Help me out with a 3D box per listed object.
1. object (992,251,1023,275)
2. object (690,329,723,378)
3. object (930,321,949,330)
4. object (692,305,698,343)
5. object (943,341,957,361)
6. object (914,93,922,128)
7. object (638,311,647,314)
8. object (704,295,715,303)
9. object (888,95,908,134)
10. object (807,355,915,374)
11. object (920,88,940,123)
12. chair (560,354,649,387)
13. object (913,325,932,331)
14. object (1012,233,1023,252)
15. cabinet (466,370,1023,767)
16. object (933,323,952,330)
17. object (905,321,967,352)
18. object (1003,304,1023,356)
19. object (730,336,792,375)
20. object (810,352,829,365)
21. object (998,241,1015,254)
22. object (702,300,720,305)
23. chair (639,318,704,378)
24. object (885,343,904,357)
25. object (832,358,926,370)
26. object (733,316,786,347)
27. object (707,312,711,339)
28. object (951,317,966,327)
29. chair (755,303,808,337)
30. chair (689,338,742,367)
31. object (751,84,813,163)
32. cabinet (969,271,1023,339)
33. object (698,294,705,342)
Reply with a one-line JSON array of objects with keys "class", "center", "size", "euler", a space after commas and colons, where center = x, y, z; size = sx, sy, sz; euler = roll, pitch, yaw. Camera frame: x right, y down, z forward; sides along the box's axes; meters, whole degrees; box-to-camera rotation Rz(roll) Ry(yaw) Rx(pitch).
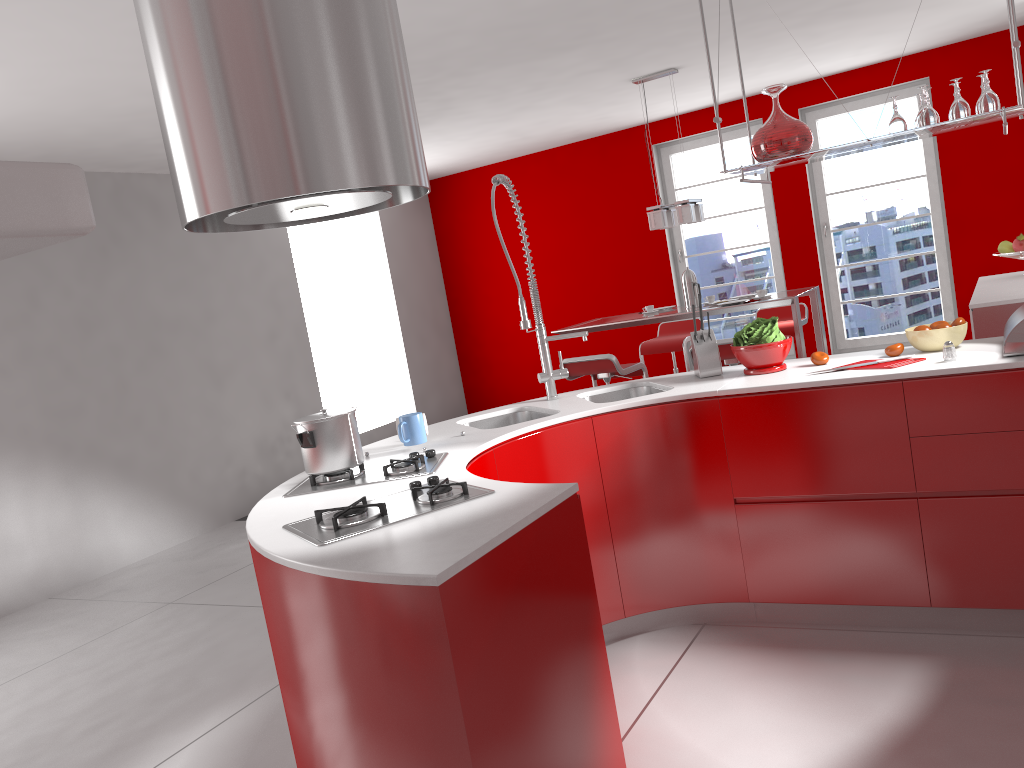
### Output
[{"class": "object", "center": [3.207, -0.759, 5.488], "size": [0.398, 0.159, 0.398], "euler": [-11, 6, -10]}, {"class": "object", "center": [0.772, -0.126, 3.544], "size": [0.091, 0.178, 0.137], "euler": [-10, 6, 3]}, {"class": "object", "center": [1.528, -0.198, 3.170], "size": [0.065, 0.052, 0.062], "euler": [-8, 6, 15]}, {"class": "object", "center": [0.733, -0.178, 3.521], "size": [0.012, 0.279, 0.130], "euler": [-10, 6, 1]}, {"class": "object", "center": [1.419, -0.107, 2.878], "size": [0.043, 0.066, 0.042], "euler": [-4, 8, 43]}, {"class": "object", "center": [1.416, -0.930, 3.059], "size": [0.060, 0.141, 0.060], "euler": [-9, 6, 7]}, {"class": "object", "center": [0.987, -0.538, 6.623], "size": [0.095, 0.012, 0.234], "euler": [-7, 7, 29]}, {"class": "object", "center": [1.399, -0.596, 6.254], "size": [0.062, 0.049, 0.078], "euler": [-12, 7, -20]}, {"class": "object", "center": [1.311, -0.908, 3.025], "size": [0.060, 0.141, 0.060], "euler": [-6, 7, 30]}, {"class": "object", "center": [1.204, -0.066, 3.067], "size": [0.375, 0.008, 0.041], "euler": [-9, 6, 7]}, {"class": "object", "center": [1.398, -0.918, 2.976], "size": [0.060, 0.141, 0.060], "euler": [-6, 7, 30]}, {"class": "chair", "center": [0.646, 0.208, 5.750], "size": [0.418, 0.857, 0.460], "euler": [-6, 8, 35]}, {"class": "object", "center": [1.465, -0.186, 3.160], "size": [0.066, 0.049, 0.062], "euler": [-5, 8, 38]}, {"class": "object", "center": [3.111, -0.861, 5.425], "size": [0.097, 0.133, 0.117], "euler": [-8, 7, 20]}, {"class": "cabinet", "center": [0.808, 0.456, 2.832], "size": [1.875, 0.761, 1.025], "euler": [-12, 6, -14]}, {"class": "object", "center": [1.511, -0.188, 3.111], "size": [0.066, 0.049, 0.062], "euler": [-7, 7, 27]}, {"class": "object", "center": [1.517, -0.164, 3.164], "size": [0.201, 0.086, 0.201], "euler": [-6, 7, 31]}, {"class": "object", "center": [1.740, -0.220, 2.847], "size": [0.300, 0.170, 0.400], "euler": [-6, 7, 30]}, {"class": "object", "center": [0.954, -0.106, 3.371], "size": [0.229, 0.118, 0.228], "euler": [-10, 6, 1]}, {"class": "object", "center": [1.144, -0.095, 3.295], "size": [0.064, 0.048, 0.063], "euler": [-9, 6, 8]}, {"class": "object", "center": [3.102, -0.855, 5.554], "size": [0.083, 0.086, 0.100], "euler": [-11, 6, -10]}, {"class": "object", "center": [1.406, -0.572, 6.250], "size": [0.119, 0.016, 0.119], "euler": [-7, 7, 28]}, {"class": "chair", "center": [1.341, -0.071, 7.172], "size": [0.418, 0.857, 0.460], "euler": [-5, 8, 38]}, {"class": "object", "center": [1.374, -0.121, 3.185], "size": [0.065, 0.047, 0.063], "euler": [-7, 7, 30]}, {"class": "object", "center": [1.260, -0.068, 3.055], "size": [0.168, 0.006, 0.266], "euler": [-14, 7, -33]}, {"class": "object", "center": [0.936, -0.157, 3.370], "size": [0.198, 0.182, 0.193], "euler": [-6, 8, 36]}, {"class": "object", "center": [0.786, -0.189, 3.517], "size": [0.009, 0.197, 0.091], "euler": [-10, 6, 1]}, {"class": "object", "center": [1.569, -0.205, 3.125], "size": [0.055, 0.058, 0.066], "euler": [-8, 6, 16]}, {"class": "chair", "center": [2.061, -0.155, 6.774], "size": [0.418, 0.857, 0.460], "euler": [-6, 7, 33]}, {"class": "chair", "center": [1.362, 0.128, 5.326], "size": [0.418, 0.857, 0.460], "euler": [-7, 7, 25]}, {"class": "object", "center": [0.949, -0.921, 3.152], "size": [0.213, 0.266, 0.213], "euler": [-14, 7, -31]}, {"class": "cabinet", "center": [3.041, -0.154, 5.075], "size": [0.610, 0.880, 1.802], "euler": [-6, 7, 30]}, {"class": "object", "center": [0.757, -0.197, 3.509], "size": [0.014, 0.322, 0.150], "euler": [-10, 6, 1]}]
